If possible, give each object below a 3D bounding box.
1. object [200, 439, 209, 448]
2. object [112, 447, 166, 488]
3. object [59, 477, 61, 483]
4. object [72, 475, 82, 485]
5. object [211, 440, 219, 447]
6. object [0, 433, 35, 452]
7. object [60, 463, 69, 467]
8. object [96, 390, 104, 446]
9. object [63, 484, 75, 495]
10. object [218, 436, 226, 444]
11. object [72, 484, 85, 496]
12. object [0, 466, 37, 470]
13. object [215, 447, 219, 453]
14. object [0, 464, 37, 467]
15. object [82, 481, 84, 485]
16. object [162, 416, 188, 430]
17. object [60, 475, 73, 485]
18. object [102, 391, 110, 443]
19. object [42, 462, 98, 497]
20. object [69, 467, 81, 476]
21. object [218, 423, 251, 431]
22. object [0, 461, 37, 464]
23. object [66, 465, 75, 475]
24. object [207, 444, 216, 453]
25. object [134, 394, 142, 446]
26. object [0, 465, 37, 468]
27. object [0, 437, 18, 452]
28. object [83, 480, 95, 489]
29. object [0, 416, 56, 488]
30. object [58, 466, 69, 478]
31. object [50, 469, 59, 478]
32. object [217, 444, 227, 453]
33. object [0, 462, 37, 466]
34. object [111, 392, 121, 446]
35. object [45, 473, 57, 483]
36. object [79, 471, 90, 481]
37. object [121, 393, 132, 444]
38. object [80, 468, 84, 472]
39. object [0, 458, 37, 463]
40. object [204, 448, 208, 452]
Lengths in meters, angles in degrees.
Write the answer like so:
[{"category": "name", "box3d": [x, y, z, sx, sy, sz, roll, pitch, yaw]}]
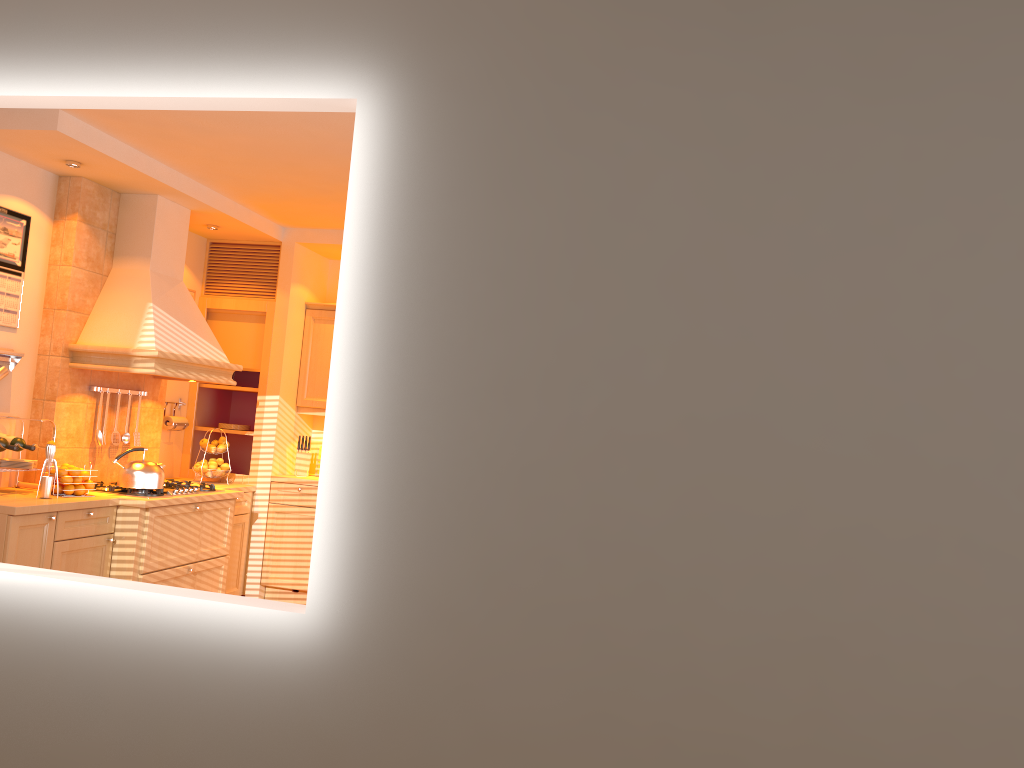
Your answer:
[{"category": "object", "box3d": [-2.101, 0.406, 6.061, 0.063, 0.064, 0.061, 4, -3, 22]}, {"category": "object", "box3d": [-2.059, 0.461, 4.940, 0.242, 0.215, 0.251, 5, -3, 0]}, {"category": "object", "box3d": [-2.310, 0.490, 4.579, 0.051, 0.053, 0.064, 7, -3, -25]}, {"category": "object", "box3d": [-2.256, 0.499, 4.591, 0.062, 0.053, 0.052, 3, -4, 34]}, {"category": "object", "box3d": [-2.044, 0.410, 6.105, 0.051, 0.051, 0.050, 3, -4, 37]}, {"category": "object", "box3d": [-2.551, 0.294, 4.514, 0.282, 0.095, 0.076, 4, -3, 12]}, {"category": "object", "box3d": [-2.348, 0.448, 4.671, 0.059, 0.060, 0.050, 7, -3, -28]}, {"category": "object", "box3d": [-2.372, 0.199, 5.119, 0.028, 0.323, 0.055, 4, -3, 12]}, {"category": "object", "box3d": [-2.272, 0.541, 4.548, 0.052, 0.057, 0.060, 7, -3, -26]}, {"category": "object", "box3d": [-1.992, 0.391, 6.100, 0.055, 0.059, 0.058, 7, -4, -32]}, {"category": "object", "box3d": [-2.256, 0.551, 4.606, 0.074, 0.063, 0.064, 6, -3, -7]}, {"category": "object", "box3d": [-2.548, 0.430, 4.563, 0.172, 0.011, 0.163, 6, -3, -19]}, {"category": "object", "box3d": [-2.035, 0.447, 6.132, 0.058, 0.059, 0.058, 2, -4, 43]}, {"category": "object", "box3d": [-2.547, 0.417, 4.564, 0.172, 0.011, 0.163, 6, -3, -19]}, {"category": "object", "box3d": [-2.283, 0.518, 4.682, 0.061, 0.055, 0.051, 2, -4, 41]}, {"category": "object", "box3d": [-2.305, 0.268, 6.061, 0.096, 0.094, 0.186, 4, -3, 13]}, {"category": "object", "box3d": [-2.276, 0.492, 4.533, 0.053, 0.051, 0.063, 3, -4, 31]}, {"category": "object", "box3d": [-2.370, 0.200, 5.179, 0.006, 0.319, 0.028, 4, -3, 12]}, {"category": "object", "box3d": [-2.306, 0.491, 4.621, 0.189, 0.174, 0.207, 4, -3, 27]}, {"category": "object", "box3d": [-2.254, 0.453, 4.573, 0.053, 0.051, 0.063, 4, -3, 20]}, {"category": "object", "box3d": [-2.005, 0.312, 6.411, 0.222, 0.039, 0.222, 3, -3, 30]}, {"category": "object", "box3d": [-2.546, 0.404, 4.564, 0.172, 0.011, 0.163, 6, -3, -19]}, {"category": "object", "box3d": [-2.297, 0.448, 4.614, 0.063, 0.053, 0.051, 7, -3, -26]}, {"category": "object", "box3d": [-2.053, 0.442, 6.057, 0.064, 0.058, 0.063, 6, -3, -22]}, {"category": "object", "box3d": [-2.301, 0.223, 5.472, 0.020, 0.323, 0.061, 4, -3, 12]}, {"category": "object", "box3d": [-2.547, 0.424, 4.563, 0.172, 0.011, 0.163, 6, -3, -19]}, {"category": "object", "box3d": [-2.575, 0.286, 4.401, 0.282, 0.095, 0.076, 4, -3, 12]}, {"category": "object", "box3d": [-2.220, 0.530, 4.653, 0.061, 0.054, 0.052, 3, -4, 39]}, {"category": "object", "box3d": [-2.576, 0.354, 4.455, 0.221, 0.379, 0.572, 4, -3, 12]}, {"category": "object", "box3d": [-2.300, 0.451, 4.545, 0.057, 0.060, 0.052, 8, -4, -40]}, {"category": "object", "box3d": [-2.348, 0.461, 4.569, 0.063, 0.051, 0.053, 4, -3, 18]}, {"category": "object", "box3d": [-1.993, 0.442, 6.085, 0.063, 0.063, 0.064, 3, -3, 29]}, {"category": "object", "box3d": [-2.546, 0.411, 4.564, 0.172, 0.011, 0.163, 6, -3, -19]}, {"category": "object", "box3d": [-2.344, 0.208, 5.277, 0.017, 0.320, 0.090, 4, -3, 12]}, {"category": "object", "box3d": [-2.388, 0.486, 4.587, 0.060, 0.055, 0.053, 4, -3, 15]}, {"category": "object", "box3d": [-2.240, 0.481, 4.644, 0.053, 0.052, 0.061, 6, -3, -15]}, {"category": "object", "box3d": [-2.340, 0.208, 5.374, 0.037, 0.309, 0.077, 4, -3, 12]}, {"category": "object", "box3d": [-2.284, 0.468, 4.681, 0.063, 0.053, 0.051, 6, -3, -15]}, {"category": "object", "box3d": [-2.545, 0.397, 4.565, 0.172, 0.011, 0.163, 6, -3, -19]}, {"category": "object", "box3d": [-2.088, 0.441, 6.104, 0.057, 0.056, 0.051, 7, -3, -28]}]
